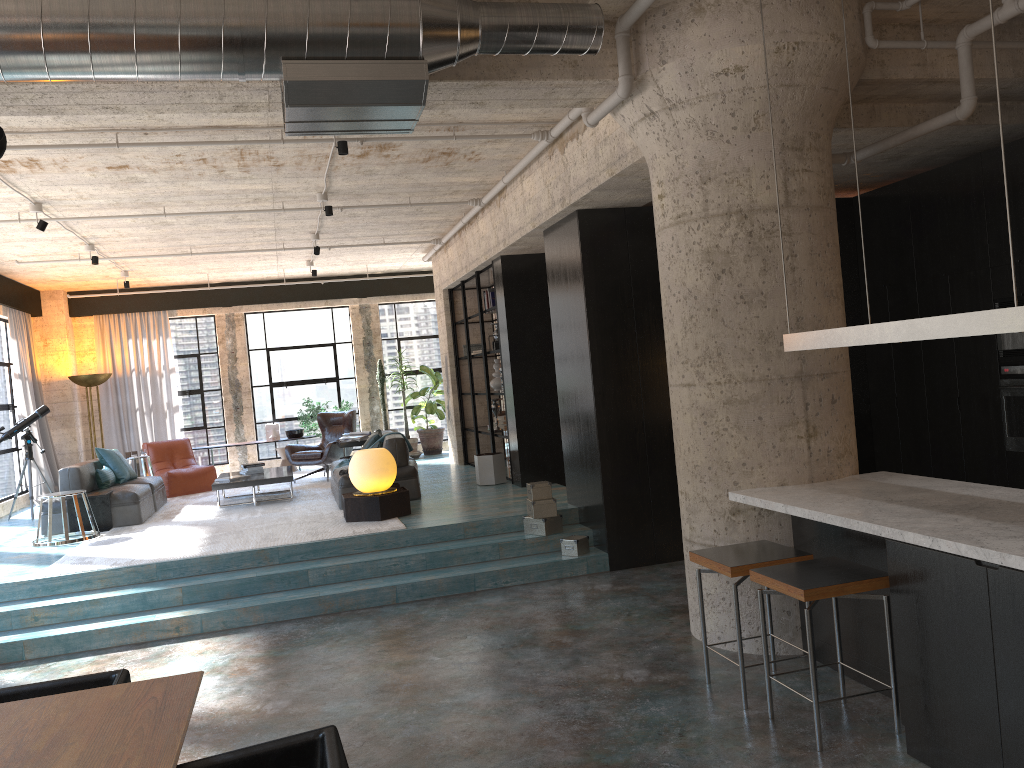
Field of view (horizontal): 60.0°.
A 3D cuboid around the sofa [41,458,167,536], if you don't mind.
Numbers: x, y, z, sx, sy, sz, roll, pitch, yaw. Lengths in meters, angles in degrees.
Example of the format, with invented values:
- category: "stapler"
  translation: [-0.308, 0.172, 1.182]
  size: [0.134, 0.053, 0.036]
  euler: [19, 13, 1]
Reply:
- category: "sofa"
  translation: [-4.746, 1.226, 10.422]
  size: [1.019, 0.680, 2.063]
  euler: [-5, 1, -14]

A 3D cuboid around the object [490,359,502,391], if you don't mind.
- category: "object"
  translation: [-0.184, -0.127, 12.203]
  size: [0.265, 0.432, 0.265]
  euler: [-5, 1, 30]

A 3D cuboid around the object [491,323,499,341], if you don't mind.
- category: "object"
  translation: [-0.183, -0.617, 11.870]
  size: [0.180, 0.394, 0.178]
  euler: [-5, 1, -20]

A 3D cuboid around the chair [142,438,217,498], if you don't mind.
- category: "chair"
  translation: [-4.716, 1.169, 12.545]
  size: [0.801, 0.759, 0.920]
  euler: [-6, 1, -44]

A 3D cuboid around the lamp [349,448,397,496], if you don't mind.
- category: "lamp"
  translation: [-1.345, 0.841, 8.579]
  size: [0.462, 0.417, 0.462]
  euler: [-5, 1, 14]

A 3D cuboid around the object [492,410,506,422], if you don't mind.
- category: "object"
  translation: [-0.134, 0.484, 12.291]
  size: [0.284, 0.231, 0.335]
  euler: [-5, 1, -14]

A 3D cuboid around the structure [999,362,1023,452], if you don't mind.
- category: "structure"
  translation: [3.944, 0.141, 6.270]
  size: [0.649, 0.651, 0.664]
  euler: [-5, 1, -14]

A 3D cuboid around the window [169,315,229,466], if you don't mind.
- category: "window"
  translation: [-5.739, 0.176, 14.726]
  size: [1.780, 2.530, 0.081]
  euler: [-5, 1, -14]

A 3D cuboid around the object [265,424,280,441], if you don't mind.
- category: "object"
  translation: [-3.846, 0.779, 14.246]
  size: [0.214, 0.259, 0.154]
  euler: [-5, 1, -14]

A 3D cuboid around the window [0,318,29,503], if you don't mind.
- category: "window"
  translation: [-7.057, 0.326, 12.266]
  size: [0.081, 2.530, 1.780]
  euler: [-5, 1, -14]

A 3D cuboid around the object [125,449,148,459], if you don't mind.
- category: "object"
  translation: [-4.951, 0.920, 11.709]
  size: [0.206, 0.096, 0.287]
  euler: [-5, 1, 26]

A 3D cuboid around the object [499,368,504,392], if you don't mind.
- category: "object"
  translation: [-0.104, -0.053, 10.941]
  size: [0.099, 0.301, 0.099]
  euler: [-5, 1, -20]

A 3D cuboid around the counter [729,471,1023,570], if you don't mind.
- category: "counter"
  translation: [2.123, 0.559, 3.369]
  size: [1.000, 0.046, 3.500]
  euler: [-5, 1, -14]

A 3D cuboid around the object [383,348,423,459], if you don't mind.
- category: "object"
  translation: [-1.808, 0.321, 14.736]
  size: [0.523, 1.863, 0.629]
  euler: [-5, 1, 44]

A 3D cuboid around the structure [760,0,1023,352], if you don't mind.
- category: "structure"
  translation: [1.981, -1.248, 3.203]
  size: [0.538, 2.100, 3.117]
  euler: [-5, 1, -14]

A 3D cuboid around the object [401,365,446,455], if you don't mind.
- category: "object"
  translation: [-1.401, 0.440, 15.215]
  size: [0.921, 1.543, 0.817]
  euler: [-5, 1, 45]

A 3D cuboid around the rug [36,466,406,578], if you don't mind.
- category: "rug"
  translation: [-3.297, 1.424, 11.109]
  size: [2.954, 0.032, 7.768]
  euler: [-5, 1, -14]

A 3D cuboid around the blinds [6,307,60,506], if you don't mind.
- category: "blinds"
  translation: [-6.901, 0.245, 12.920]
  size: [0.384, 2.985, 1.131]
  euler: [-5, 1, -14]

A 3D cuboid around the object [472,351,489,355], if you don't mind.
- category: "object"
  translation: [-0.412, -0.420, 12.062]
  size: [0.179, 0.034, 0.243]
  euler: [-6, 1, -36]

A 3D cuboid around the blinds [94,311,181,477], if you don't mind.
- category: "blinds"
  translation: [-6.031, 0.157, 14.283]
  size: [1.187, 2.986, 0.404]
  euler: [-5, 1, -13]

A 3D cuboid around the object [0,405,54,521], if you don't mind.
- category: "object"
  translation: [-6.002, 0.980, 10.937]
  size: [0.617, 1.406, 0.595]
  euler: [-5, 1, -13]

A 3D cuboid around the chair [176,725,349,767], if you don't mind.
- category: "chair"
  translation: [-0.634, 1.386, 2.232]
  size: [0.754, 0.738, 0.707]
  euler: [-5, 1, -14]

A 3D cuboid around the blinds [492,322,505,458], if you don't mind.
- category: "blinds"
  translation: [0.206, 0.015, 11.675]
  size: [0.136, 3.160, 2.915]
  euler: [-5, 1, -14]

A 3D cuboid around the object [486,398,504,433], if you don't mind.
- category: "object"
  translation: [-0.198, 0.403, 11.307]
  size: [0.218, 0.433, 0.218]
  euler: [-5, 1, -22]

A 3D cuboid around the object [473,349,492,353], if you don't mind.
- category: "object"
  translation: [-0.406, -0.450, 12.059]
  size: [0.166, 0.024, 0.227]
  euler: [-6, 1, -35]

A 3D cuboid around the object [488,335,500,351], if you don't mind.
- category: "object"
  translation: [-0.178, -0.513, 11.035]
  size: [0.200, 0.200, 0.409]
  euler: [-5, 1, -4]

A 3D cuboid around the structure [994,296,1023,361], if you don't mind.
- category: "structure"
  translation: [3.937, -0.426, 6.275]
  size: [0.612, 0.450, 0.659]
  euler: [-5, 1, -14]

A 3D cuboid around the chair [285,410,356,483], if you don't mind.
- category: "chair"
  translation: [-2.651, 0.880, 12.700]
  size: [0.820, 0.940, 0.975]
  euler: [-5, 1, 26]

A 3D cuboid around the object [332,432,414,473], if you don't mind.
- category: "object"
  translation: [-1.635, 0.805, 10.435]
  size: [0.985, 0.438, 0.444]
  euler: [-5, 1, 12]

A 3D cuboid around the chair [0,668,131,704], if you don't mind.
- category: "chair"
  translation: [-1.701, 1.473, 3.064]
  size: [0.707, 0.738, 0.754]
  euler: [-5, 1, -14]

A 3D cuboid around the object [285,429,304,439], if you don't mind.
- category: "object"
  translation: [-3.543, 0.813, 14.480]
  size: [0.307, 0.129, 0.307]
  euler: [-5, 1, 25]

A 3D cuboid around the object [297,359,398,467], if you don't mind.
- category: "object"
  translation: [-2.799, 0.487, 14.949]
  size: [1.641, 1.708, 0.971]
  euler: [-6, 1, -39]

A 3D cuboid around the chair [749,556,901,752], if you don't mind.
- category: "chair"
  translation: [1.419, 1.196, 4.007]
  size: [0.450, 0.698, 0.450]
  euler: [-5, 1, -14]

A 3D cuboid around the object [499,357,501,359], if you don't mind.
- category: "object"
  translation: [-0.061, -0.136, 11.579]
  size: [0.191, 0.447, 0.192]
  euler: [-5, 1, 33]

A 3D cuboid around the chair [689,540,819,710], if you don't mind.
- category: "chair"
  translation: [1.238, 1.206, 4.521]
  size: [0.450, 0.698, 0.450]
  euler: [-5, 1, -14]

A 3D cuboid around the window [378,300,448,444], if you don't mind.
- category: "window"
  translation: [-1.408, -0.232, 15.835]
  size: [1.780, 2.530, 0.081]
  euler: [-5, 1, -14]

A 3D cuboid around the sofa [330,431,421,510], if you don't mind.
- category: "sofa"
  translation: [-1.594, 0.939, 10.361]
  size: [1.019, 0.680, 2.063]
  euler: [-5, 1, -14]

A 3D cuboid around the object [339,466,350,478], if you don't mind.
- category: "object"
  translation: [-1.633, 0.952, 9.508]
  size: [0.433, 0.185, 0.429]
  euler: [-5, 1, -18]

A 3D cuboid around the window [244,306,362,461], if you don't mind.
- category: "window"
  translation: [-3.573, -0.028, 15.281]
  size: [1.780, 2.530, 0.081]
  euler: [-5, 1, -14]
